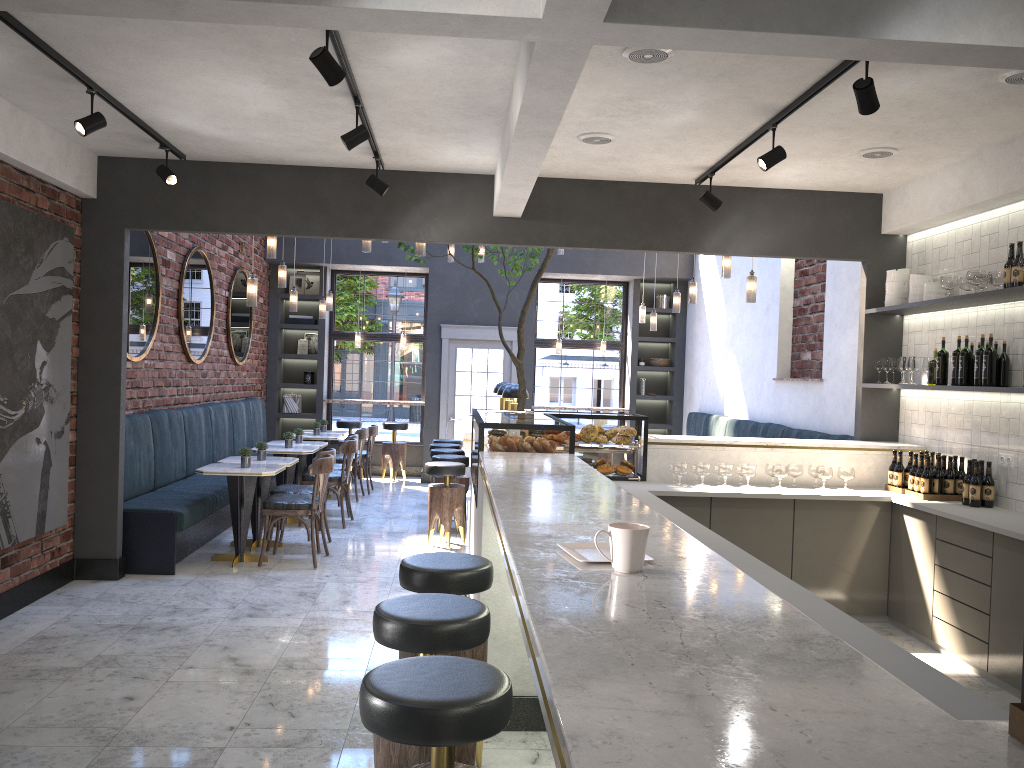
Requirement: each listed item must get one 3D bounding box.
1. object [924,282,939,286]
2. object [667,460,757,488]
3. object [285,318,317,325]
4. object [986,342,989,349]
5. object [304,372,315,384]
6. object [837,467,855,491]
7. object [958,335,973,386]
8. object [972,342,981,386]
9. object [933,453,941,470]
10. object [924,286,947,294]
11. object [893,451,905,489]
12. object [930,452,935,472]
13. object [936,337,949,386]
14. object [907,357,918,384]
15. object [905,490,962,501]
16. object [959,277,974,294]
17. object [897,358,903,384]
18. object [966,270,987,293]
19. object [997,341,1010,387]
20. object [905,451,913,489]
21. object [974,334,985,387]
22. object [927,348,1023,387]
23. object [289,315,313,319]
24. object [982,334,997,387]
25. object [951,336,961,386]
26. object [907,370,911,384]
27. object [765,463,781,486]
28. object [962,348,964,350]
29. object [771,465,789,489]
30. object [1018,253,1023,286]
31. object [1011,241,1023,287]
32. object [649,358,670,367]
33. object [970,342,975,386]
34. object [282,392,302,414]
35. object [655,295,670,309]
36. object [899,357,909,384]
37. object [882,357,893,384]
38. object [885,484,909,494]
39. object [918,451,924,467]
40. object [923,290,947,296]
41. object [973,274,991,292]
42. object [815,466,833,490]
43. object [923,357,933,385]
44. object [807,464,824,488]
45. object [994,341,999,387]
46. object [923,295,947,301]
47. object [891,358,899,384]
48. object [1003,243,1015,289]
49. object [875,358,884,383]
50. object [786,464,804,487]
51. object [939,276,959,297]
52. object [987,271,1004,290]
[{"bbox_3d":[2.869,-0.663,5.998,0.154,0.075,0.153,1,1,-36],"label":"object"},{"bbox_3d":[1.351,0.608,6.016,0.575,0.147,0.255,2,1,-4],"label":"object"},{"bbox_3d":[-3.030,-0.895,12.738,0.412,0.084,0.286,2,1,-4],"label":"object"},{"bbox_3d":[2.937,-0.122,5.484,0.065,0.280,0.065,3,1,40],"label":"object"},{"bbox_3d":[-2.919,-0.086,12.756,0.152,0.181,0.152,3,1,34],"label":"object"},{"bbox_3d":[2.251,0.639,5.979,0.114,0.147,0.114,2,1,1],"label":"object"},{"bbox_3d":[2.843,-0.145,5.556,0.072,0.319,0.072,2,1,-19],"label":"object"},{"bbox_3d":[2.932,-0.123,5.568,0.065,0.280,0.065,3,1,40],"label":"object"},{"bbox_3d":[2.853,0.600,5.941,0.069,0.279,0.070,2,1,18],"label":"object"},{"bbox_3d":[2.870,-0.631,6.000,0.153,0.062,0.153,2,1,26],"label":"object"},{"bbox_3d":[2.624,0.592,6.002,0.070,0.279,0.069,1,1,-27],"label":"object"},{"bbox_3d":[2.848,0.599,6.016,0.070,0.279,0.069,1,1,-27],"label":"object"},{"bbox_3d":[2.826,-0.148,5.821,0.072,0.319,0.072,2,1,-19],"label":"object"},{"bbox_3d":[2.744,-0.093,6.074,0.070,0.188,0.070,2,1,10],"label":"object"},{"bbox_3d":[2.748,0.721,5.736,0.307,0.038,0.231,2,1,-4],"label":"object"},{"bbox_3d":[2.922,-0.609,5.678,0.114,0.147,0.114,2,1,1],"label":"object"},{"bbox_3d":[2.831,-0.094,6.434,0.070,0.188,0.070,2,1,-12],"label":"object"},{"bbox_3d":[2.810,-0.609,5.368,0.114,0.147,0.114,2,1,1],"label":"object"},{"bbox_3d":[2.948,-0.120,5.317,0.065,0.280,0.065,3,1,40],"label":"object"},{"bbox_3d":[2.698,0.594,6.008,0.070,0.279,0.069,1,2,-42],"label":"object"},{"bbox_3d":[2.854,-0.143,5.389,0.072,0.319,0.072,2,1,-19],"label":"object"},{"bbox_3d":[2.841,-0.131,5.395,0.082,0.294,1.100,2,1,-3],"label":"object"},{"bbox_3d":[-3.033,-0.957,12.748,0.327,0.039,0.227,2,1,-14],"label":"object"},{"bbox_3d":[2.859,-0.142,5.305,0.072,0.319,0.072,2,1,-19],"label":"object"},{"bbox_3d":[2.838,-0.146,5.640,0.072,0.319,0.072,2,1,-19],"label":"object"},{"bbox_3d":[2.838,-0.093,6.317,0.070,0.188,0.070,2,1,-12],"label":"object"},{"bbox_3d":[1.791,0.622,6.081,0.114,0.147,0.114,2,1,1],"label":"object"},{"bbox_3d":[2.910,-0.109,5.728,0.082,0.246,0.082,2,1,24],"label":"object"},{"bbox_3d":[1.799,0.624,5.950,0.114,0.147,0.114,2,1,1],"label":"object"},{"bbox_3d":[2.836,-0.625,4.899,0.070,0.188,0.070,2,1,10],"label":"object"},{"bbox_3d":[2.877,-0.668,5.031,0.070,0.279,0.069,1,2,-42],"label":"object"},{"bbox_3d":[2.182,-0.315,13.117,0.305,0.124,0.305,2,1,17],"label":"object"},{"bbox_3d":[2.927,-0.124,5.651,0.065,0.280,0.065,3,1,40],"label":"object"},{"bbox_3d":[-3.165,0.260,12.762,0.250,0.323,0.241,2,1,-4],"label":"object"},{"bbox_3d":[2.232,-1.210,13.115,0.214,0.215,0.213,2,1,6],"label":"object"},{"bbox_3d":[2.736,-0.095,6.192,0.070,0.188,0.070,2,1,-12],"label":"object"},{"bbox_3d":[2.721,-0.098,6.427,0.070,0.188,0.070,2,1,-12],"label":"object"},{"bbox_3d":[2.731,0.717,6.011,0.307,0.038,0.231,2,1,-4],"label":"object"},{"bbox_3d":[2.773,0.597,6.011,0.070,0.279,0.069,2,1,3],"label":"object"},{"bbox_3d":[2.869,-0.601,6.001,0.153,0.074,0.154,2,1,-1],"label":"object"},{"bbox_3d":[2.931,-0.607,5.527,0.114,0.147,0.114,2,1,1],"label":"object"},{"bbox_3d":[2.100,0.634,5.970,0.114,0.147,0.114,2,1,1],"label":"object"},{"bbox_3d":[2.853,-0.089,6.081,0.070,0.188,0.070,2,1,10],"label":"object"},{"bbox_3d":[2.092,0.632,6.101,0.114,0.147,0.114,2,1,1],"label":"object"},{"bbox_3d":[2.943,-0.121,5.401,0.065,0.280,0.065,3,1,40],"label":"object"},{"bbox_3d":[2.865,-0.565,6.005,0.153,0.055,0.153,1,1,-42],"label":"object"},{"bbox_3d":[2.823,-0.096,6.552,0.070,0.188,0.070,2,1,-12],"label":"object"},{"bbox_3d":[2.872,-0.669,5.105,0.070,0.279,0.069,2,1,3],"label":"object"},{"bbox_3d":[2.714,-0.099,6.545,0.070,0.188,0.070,2,1,-12],"label":"object"},{"bbox_3d":[1.941,0.627,6.091,0.114,0.147,0.114,2,1,1],"label":"object"},{"bbox_3d":[2.791,-0.613,5.669,0.114,0.147,0.114,2,1,1],"label":"object"},{"bbox_3d":[2.941,-0.605,5.376,0.114,0.147,0.114,2,1,1],"label":"object"}]
